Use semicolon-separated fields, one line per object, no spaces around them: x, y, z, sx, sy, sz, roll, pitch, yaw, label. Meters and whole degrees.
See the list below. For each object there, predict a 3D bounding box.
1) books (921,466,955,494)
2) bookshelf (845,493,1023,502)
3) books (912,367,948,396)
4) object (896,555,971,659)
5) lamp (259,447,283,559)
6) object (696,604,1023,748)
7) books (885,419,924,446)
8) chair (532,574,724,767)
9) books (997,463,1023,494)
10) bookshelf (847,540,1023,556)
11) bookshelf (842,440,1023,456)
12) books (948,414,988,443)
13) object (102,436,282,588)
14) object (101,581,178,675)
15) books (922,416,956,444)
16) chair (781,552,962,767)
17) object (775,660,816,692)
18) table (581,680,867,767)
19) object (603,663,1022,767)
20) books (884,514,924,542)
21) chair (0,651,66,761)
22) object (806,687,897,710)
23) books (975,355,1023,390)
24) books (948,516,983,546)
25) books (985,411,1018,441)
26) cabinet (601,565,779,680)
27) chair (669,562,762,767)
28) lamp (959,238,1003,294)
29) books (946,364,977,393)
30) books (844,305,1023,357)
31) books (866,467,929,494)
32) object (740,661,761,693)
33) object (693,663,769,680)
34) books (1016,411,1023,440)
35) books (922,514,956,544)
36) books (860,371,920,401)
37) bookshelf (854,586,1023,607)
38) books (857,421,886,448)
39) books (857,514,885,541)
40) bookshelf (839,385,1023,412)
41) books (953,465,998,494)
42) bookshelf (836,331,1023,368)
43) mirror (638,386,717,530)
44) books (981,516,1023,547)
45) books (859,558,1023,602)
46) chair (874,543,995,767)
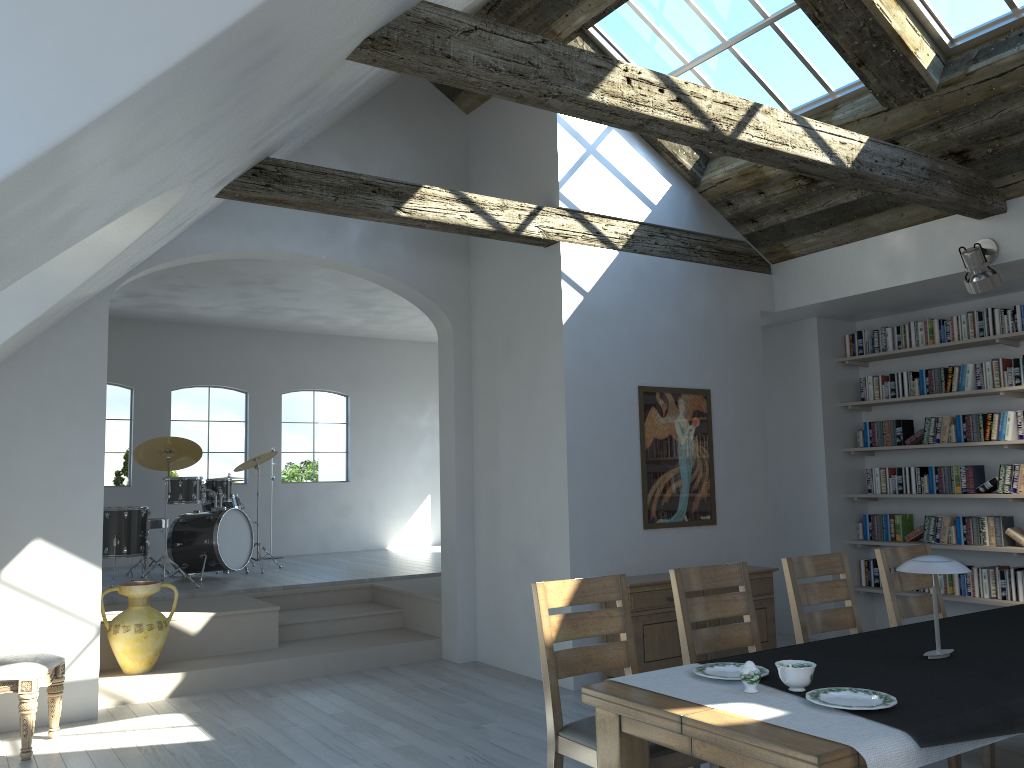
3.493;0.777;7.184;0.209;0.220;0.278;3;-8;-34;books
5.149;0.598;4.527;0.315;0.070;7.825;3;-7;-33;bookshelf
3.464;-0.008;7.287;0.209;0.220;0.278;3;-8;-34;books
1.544;0.807;3.231;0.251;0.362;0.251;0;-6;-10;object
-3.028;1.491;11.164;0.232;1.383;0.238;3;-7;-33;lamp
1.790;1.113;3.366;2.456;0.227;1.073;3;-7;-33;object
3.338;0.410;7.447;0.189;0.224;0.345;3;-7;-33;books
0.432;1.278;3.415;0.514;1.006;0.605;3;-7;-33;chair
3.814;0.715;6.688;0.189;0.228;0.249;3;-7;-33;books
5.158;0.991;4.484;0.315;0.070;7.825;3;-7;-33;bookshelf
5.141;0.205;4.569;0.315;0.070;7.825;3;-7;-33;bookshelf
3.626;0.354;7.009;0.209;0.220;0.278;3;-8;-34;books
-3.392;1.276;9.047;1.465;1.383;2.354;-3;-6;11;object
-2.585;1.686;6.141;0.396;0.605;0.402;-3;-6;14;object
3.491;0.378;7.211;0.189;0.228;0.249;3;-7;-33;books
1.683;1.337;4.223;0.514;1.006;0.605;3;-7;-33;chair
0.888;0.914;2.768;0.124;0.081;0.130;-2;-6;9;object
1.781;1.371;3.320;3.078;0.737;0.939;3;-7;-33;table
1.786;1.041;3.369;2.872;0.077;1.050;3;-7;-33;object
3.319;1.204;7.418;0.189;0.224;0.345;3;-7;-33;books
-2.890;1.445;4.919;0.655;1.159;0.552;0;-6;-8;chair
0.990;0.925;2.592;0.250;0.017;0.253;3;-7;-33;object
3.816;-0.081;6.749;0.214;0.237;0.490;3;-7;-33;books
3.610;1.151;6.975;0.209;0.220;0.278;3;-8;-34;books
3.771;0.325;6.782;0.189;0.228;0.249;3;-7;-33;books
1.290;1.723;6.354;1.481;0.714;0.383;3;-7;-33;cabinet
1.058;1.307;3.819;0.514;1.006;0.605;3;-7;-33;chair
3.112;-0.789;5.922;0.265;0.386;0.235;0;-6;-11;lamp
3.609;-0.038;7.060;0.189;0.228;0.249;3;-7;-33;books
3.856;-0.482;6.723;0.242;0.237;2.981;3;-7;-33;books
3.275;0.818;7.518;0.214;0.220;0.490;3;-7;-33;books
0.744;0.912;2.769;0.064;0.092;0.064;0;-6;-15;object
0.738;0.974;2.991;0.250;0.017;0.253;3;-7;-33;object
3.978;0.282;6.471;0.214;0.237;0.490;3;-7;-33;books
3.475;1.175;7.179;0.189;0.228;0.249;3;-7;-33;books
3.254;0.032;7.609;0.214;0.220;0.490;3;-7;-33;books
5.167;1.384;4.442;0.315;0.070;7.825;3;-7;-33;bookshelf
3.171;0.441;7.707;0.209;0.220;0.278;3;-8;-34;books
3.154;1.237;7.674;0.209;0.220;0.278;3;-8;-34;books
5.132;-0.188;4.612;0.315;0.070;7.825;3;-7;-33;bookshelf
3.660;0.746;6.924;0.189;0.224;0.345;3;-7;-33;books
5.123;-0.582;4.655;0.315;0.070;7.825;3;-7;-33;bookshelf
1.252;0.549;6.680;0.736;1.047;0.009;3;-7;-33;mirror
3.774;1.121;6.720;0.189;0.229;0.343;3;-7;-33;books
3.905;1.480;6.504;0.242;0.237;2.981;3;-7;-33;books
2.308;1.367;4.628;0.514;1.006;0.605;3;-7;-33;chair
